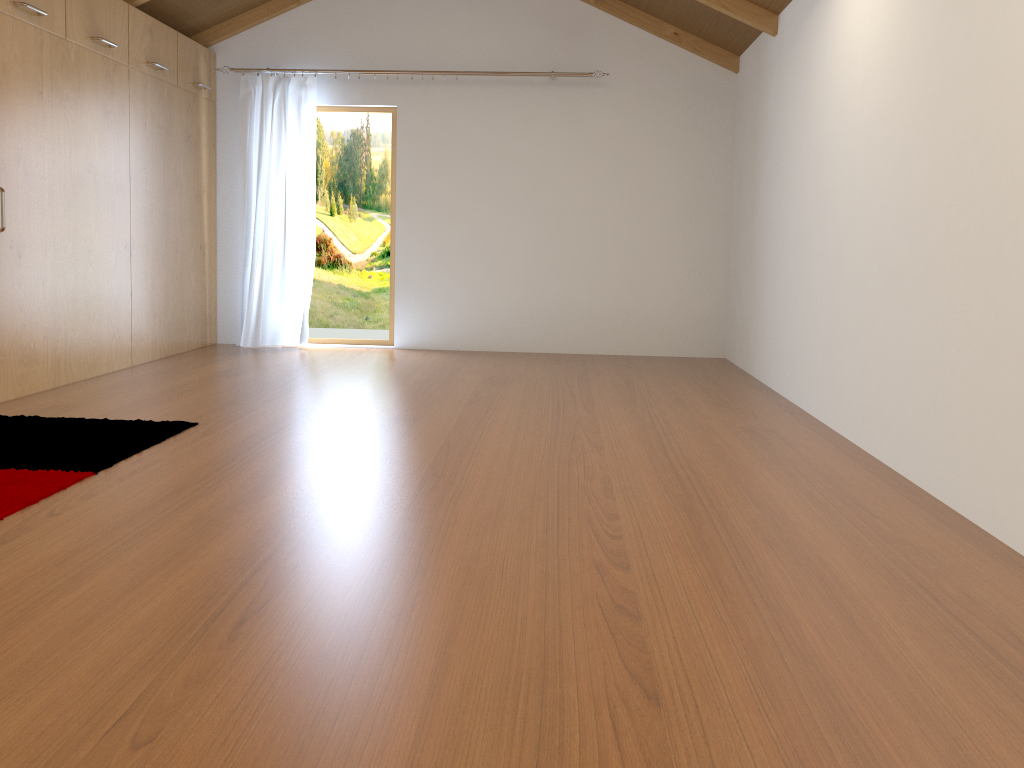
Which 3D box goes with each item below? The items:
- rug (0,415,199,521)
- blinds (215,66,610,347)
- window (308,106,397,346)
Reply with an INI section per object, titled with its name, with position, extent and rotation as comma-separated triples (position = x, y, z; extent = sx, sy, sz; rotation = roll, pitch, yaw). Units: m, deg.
[rug]
position = -1.896, 0.441, 1.940
extent = 0.917, 0.011, 3.752
rotation = 2, 9, 3
[blinds]
position = -0.750, -1.261, 6.470
extent = 2.847, 2.024, 0.234
rotation = 2, 4, 2
[window]
position = -1.300, -1.188, 6.671
extent = 0.874, 1.775, 0.026
rotation = 2, 4, 3
